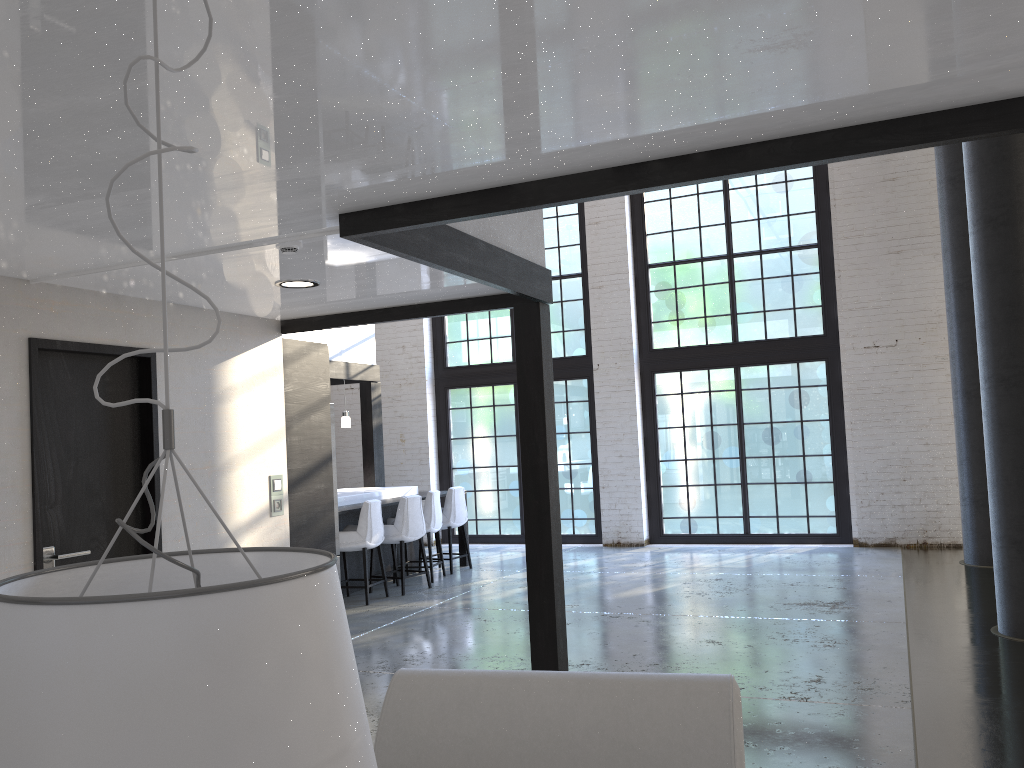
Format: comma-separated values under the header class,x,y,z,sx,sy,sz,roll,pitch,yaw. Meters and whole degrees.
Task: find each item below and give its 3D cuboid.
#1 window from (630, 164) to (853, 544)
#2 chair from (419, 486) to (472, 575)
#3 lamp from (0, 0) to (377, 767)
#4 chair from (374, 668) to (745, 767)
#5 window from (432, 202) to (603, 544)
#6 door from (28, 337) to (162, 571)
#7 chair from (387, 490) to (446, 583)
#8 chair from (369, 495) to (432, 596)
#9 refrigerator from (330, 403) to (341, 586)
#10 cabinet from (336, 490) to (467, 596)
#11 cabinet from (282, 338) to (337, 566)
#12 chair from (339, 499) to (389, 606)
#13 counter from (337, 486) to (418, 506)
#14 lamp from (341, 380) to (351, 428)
class,x,y,z,sx,sy,sz,roll,pitch,yaw
window,2.808,-0.547,11.147,2.492,5.175,0.138,-4,-3,23
chair,-0.770,1.650,9.966,0.501,0.983,0.579,-4,-3,29
lamp,-0.361,-0.137,0.917,0.436,1.346,0.436,-5,-3,37
chair,0.041,1.190,2.093,1.007,0.784,1.026,-4,-3,14
window,0.044,-0.337,12.330,2.492,5.175,0.138,-4,-3,23
door,-2.106,0.836,4.381,0.271,2.056,0.750,-4,-3,23
chair,-0.999,1.628,9.421,0.501,0.983,0.579,-4,-3,14
chair,-1.129,1.595,8.783,0.501,0.983,0.579,-5,-3,34
refrigerator,-1.762,1.038,6.195,0.853,1.771,0.821,-4,-3,23
cabinet,-1.668,1.693,9.369,1.371,0.910,2.692,-4,-4,23
cabinet,-2.631,0.985,8.500,4.277,2.313,4.233,-4,-4,23
chair,-1.469,1.585,8.329,0.501,0.983,0.579,-4,-3,19
counter,-1.968,1.203,9.247,0.977,0.095,2.294,-4,-4,23
lamp,-2.735,0.249,10.438,1.949,0.623,0.124,-4,-3,23
